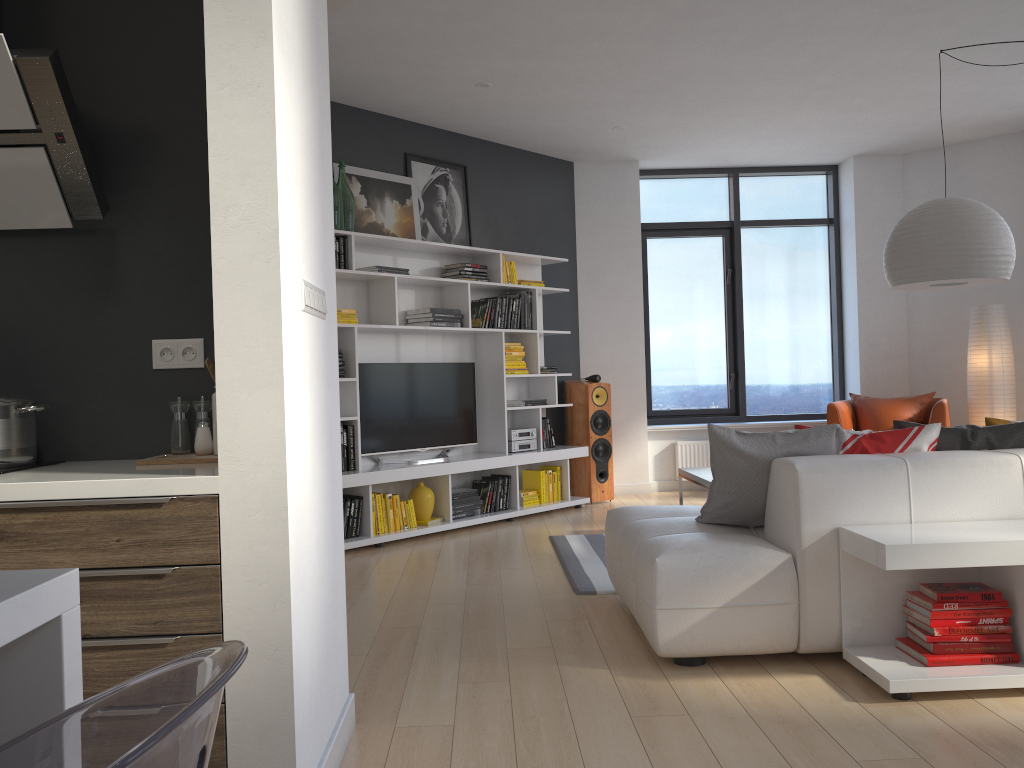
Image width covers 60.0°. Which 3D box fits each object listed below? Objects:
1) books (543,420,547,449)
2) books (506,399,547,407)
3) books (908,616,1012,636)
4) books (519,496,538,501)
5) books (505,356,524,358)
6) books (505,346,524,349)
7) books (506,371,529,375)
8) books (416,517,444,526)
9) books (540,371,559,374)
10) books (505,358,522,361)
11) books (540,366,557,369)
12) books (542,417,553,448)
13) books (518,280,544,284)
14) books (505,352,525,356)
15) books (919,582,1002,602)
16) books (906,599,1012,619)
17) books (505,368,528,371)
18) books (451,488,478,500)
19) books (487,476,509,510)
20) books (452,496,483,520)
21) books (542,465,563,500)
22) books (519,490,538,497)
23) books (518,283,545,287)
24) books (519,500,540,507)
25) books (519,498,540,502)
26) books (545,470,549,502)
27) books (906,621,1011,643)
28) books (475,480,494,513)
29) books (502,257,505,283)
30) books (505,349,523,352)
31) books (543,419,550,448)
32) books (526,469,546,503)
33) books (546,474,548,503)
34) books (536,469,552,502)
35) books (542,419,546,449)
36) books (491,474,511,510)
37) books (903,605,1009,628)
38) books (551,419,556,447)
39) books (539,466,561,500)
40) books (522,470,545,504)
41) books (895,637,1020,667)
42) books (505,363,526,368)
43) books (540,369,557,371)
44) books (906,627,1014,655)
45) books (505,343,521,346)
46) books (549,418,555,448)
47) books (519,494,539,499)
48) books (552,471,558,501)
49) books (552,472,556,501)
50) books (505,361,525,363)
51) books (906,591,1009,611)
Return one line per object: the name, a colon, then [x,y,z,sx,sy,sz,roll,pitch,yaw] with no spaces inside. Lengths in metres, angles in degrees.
books: [0.206,0.407,7.216,0.170,0.236,0.049,-2,0,44]
books: [0.096,0.152,7.151,0.250,0.047,0.310,-2,0,39]
books: [1.494,0.801,2.970,0.257,0.025,0.182,-2,0,-2]
books: [0.108,0.894,6.959,0.113,0.018,0.169,-2,0,44]
books: [-0.052,-0.210,7.037,0.171,0.019,0.239,-2,0,43]
books: [-0.043,-0.287,7.043,0.223,0.023,0.163,-2,0,-43]
books: [-0.029,-0.086,7.022,0.257,0.028,0.194,-2,0,-42]
books: [-0.644,0.957,6.208,0.270,0.029,0.204,-2,0,28]
books: [0.252,-0.092,7.259,0.213,0.023,0.161,-2,0,-43]
books: [-0.047,-0.190,7.016,0.217,0.023,0.145,-2,0,-43]
books: [0.239,-0.130,7.272,0.213,0.023,0.161,-2,0,-43]
books: [0.238,0.397,7.256,0.193,0.255,0.066,-2,0,43]
books: [0.094,-0.815,7.166,0.257,0.024,0.203,-2,0,-44]
books: [-0.044,-0.236,7.043,0.239,0.033,0.176,-2,0,-44]
books: [1.496,0.696,2.963,0.206,0.029,0.152,-2,0,4]
books: [1.491,0.748,2.969,0.269,0.028,0.179,-2,0,-1]
books: [-0.038,-0.111,7.025,0.257,0.024,0.203,-2,0,-44]
books: [-0.443,0.804,6.483,0.250,0.047,0.310,-2,0,39]
books: [-0.119,0.830,6.756,0.191,0.249,0.084,-2,0,43]
books: [-0.420,0.895,6.473,0.277,0.137,0.343,-2,0,38]
books: [0.321,0.805,7.246,0.213,0.270,0.025,-2,0,43]
books: [0.088,0.859,6.980,0.138,0.026,0.186,-2,0,43]
books: [0.103,-0.789,7.163,0.257,0.028,0.194,-2,0,-42]
books: [0.101,0.931,6.973,0.147,0.033,0.190,-2,0,43]
books: [0.098,0.908,6.976,0.148,0.011,0.196,-2,0,43]
books: [0.221,0.818,7.117,0.180,0.251,0.019,-2,0,43]
books: [1.485,0.827,2.962,0.266,0.026,0.187,-2,0,4]
books: [-0.225,0.843,6.646,0.187,0.234,0.096,-2,0,43]
books: [-0.129,-0.882,6.857,0.161,0.229,0.041,-2,0,42]
books: [-0.051,-0.264,7.040,0.227,0.022,0.160,-2,0,-31]
books: [0.227,0.403,7.227,0.169,0.242,0.050,-2,0,43]
books: [0.192,0.814,7.090,0.199,0.263,0.015,-2,0,43]
books: [0.221,0.830,7.089,0.156,0.229,0.024,-2,0,43]
books: [0.241,0.817,7.135,0.185,0.250,0.035,-2,0,43]
books: [0.185,0.407,7.203,0.189,0.240,0.053,-2,0,43]
books: [-0.097,0.825,6.782,0.197,0.260,0.066,-2,0,43]
books: [1.489,0.776,2.986,0.261,0.028,0.191,-2,0,-2]
books: [0.264,0.406,7.318,0.179,0.233,0.077,-2,0,43]
books: [0.310,0.806,7.220,0.204,0.270,0.029,-2,0,43]
books: [0.173,0.817,7.066,0.198,0.255,0.044,-2,0,43]
books: [1.480,0.890,2.962,0.301,0.032,0.227,-2,0,-2]
books: [-0.042,-0.144,7.029,0.189,0.042,0.243,-2,0,43]
books: [0.249,-0.111,7.260,0.142,0.015,0.198,-2,0,42]
books: [1.495,0.856,2.971,0.259,0.034,0.206,-2,0,1]
books: [-0.067,-0.310,7.052,0.223,0.023,0.163,-2,0,-43]
books: [0.265,0.402,7.272,0.177,0.242,0.066,-2,0,43]
books: [0.100,0.879,6.974,0.134,0.014,0.187,-2,0,43]
books: [0.295,0.824,7.195,0.172,0.234,0.024,-2,0,43]
books: [0.280,0.824,7.173,0.172,0.234,0.024,-2,0,43]
books: [-0.054,-0.172,7.037,0.251,0.014,0.189,-2,0,-44]
books: [1.489,0.722,2.973,0.254,0.025,0.178,-2,0,-2]
